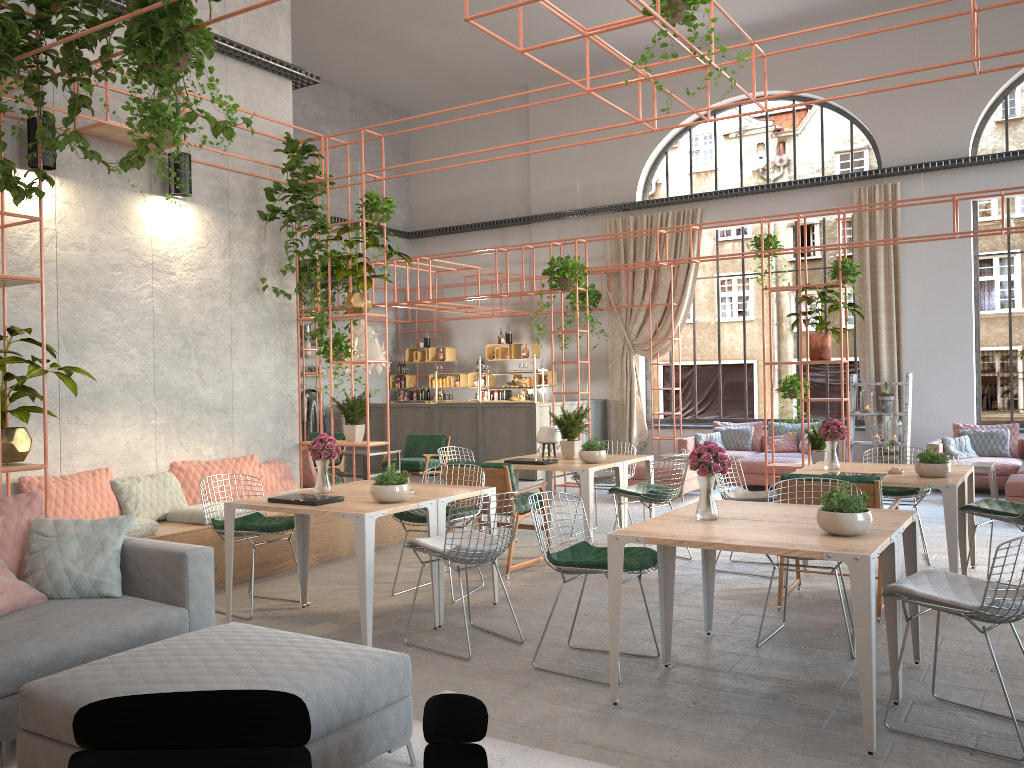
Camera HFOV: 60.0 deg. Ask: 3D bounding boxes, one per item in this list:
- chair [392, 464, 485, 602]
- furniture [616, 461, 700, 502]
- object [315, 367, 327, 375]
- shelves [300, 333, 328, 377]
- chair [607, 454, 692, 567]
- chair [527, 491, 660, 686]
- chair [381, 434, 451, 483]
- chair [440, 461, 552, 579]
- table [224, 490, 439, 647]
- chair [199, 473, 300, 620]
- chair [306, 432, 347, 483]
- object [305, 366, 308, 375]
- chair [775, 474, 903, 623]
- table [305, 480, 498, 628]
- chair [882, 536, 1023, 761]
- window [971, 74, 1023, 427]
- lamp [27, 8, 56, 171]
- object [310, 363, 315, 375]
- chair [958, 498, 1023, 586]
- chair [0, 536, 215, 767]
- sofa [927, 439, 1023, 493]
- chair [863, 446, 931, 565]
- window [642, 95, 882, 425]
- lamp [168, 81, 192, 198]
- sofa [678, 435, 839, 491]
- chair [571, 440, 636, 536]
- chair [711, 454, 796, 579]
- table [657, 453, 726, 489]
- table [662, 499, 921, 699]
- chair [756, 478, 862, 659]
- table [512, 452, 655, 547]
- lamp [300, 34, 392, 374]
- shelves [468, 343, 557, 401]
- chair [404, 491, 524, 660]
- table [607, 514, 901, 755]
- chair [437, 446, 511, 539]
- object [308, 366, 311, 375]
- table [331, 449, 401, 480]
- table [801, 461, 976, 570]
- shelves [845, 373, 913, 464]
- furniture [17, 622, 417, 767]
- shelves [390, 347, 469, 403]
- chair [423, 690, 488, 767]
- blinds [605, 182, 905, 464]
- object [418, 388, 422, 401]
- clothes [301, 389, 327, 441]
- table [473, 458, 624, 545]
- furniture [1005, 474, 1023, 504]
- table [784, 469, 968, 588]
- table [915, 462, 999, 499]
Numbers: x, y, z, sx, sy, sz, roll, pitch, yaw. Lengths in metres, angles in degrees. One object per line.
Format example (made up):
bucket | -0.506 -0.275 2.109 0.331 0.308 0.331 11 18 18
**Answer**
chair | -0.549 1.107 6.732 0.565 0.941 0.717 -1 0 28
furniture | 2.043 1.296 12.087 0.976 0.446 0.941 -1 0 32
object | -3.507 -0.242 16.270 0.129 0.149 0.219 -1 0 32
shelves | -3.581 -0.528 16.128 0.186 0.790 0.560 -1 0 32
chair | 1.209 1.071 7.788 0.565 0.941 0.717 -1 0 -42
chair | 0.456 1.091 4.922 0.717 0.941 0.565 -1 0 33
chair | -1.235 1.122 11.364 0.722 0.929 0.685 -1 0 32
chair | -0.140 1.102 7.535 0.722 0.917 0.685 -1 0 32
table | -1.163 1.165 5.703 1.205 0.830 0.694 -1 0 32
chair | -1.864 1.132 6.370 0.717 0.941 0.565 -1 0 33
chair | -2.737 1.149 12.302 0.722 0.930 0.685 -1 0 32
object | -3.711 -0.250 15.967 0.055 0.164 0.092 -1 0 -39
chair | 2.230 1.060 6.075 0.722 0.917 0.685 -1 0 32
table | -0.798 1.157 6.296 1.214 0.830 0.694 -1 0 32
chair | 2.035 1.063 3.945 0.565 0.941 0.717 -1 0 -42
window | 8.673 -2.166 12.266 4.126 5.544 0.089 -1 0 32
lamp | -3.485 -2.311 6.557 0.185 1.425 0.179 -1 0 32
object | -3.621 -0.272 16.088 0.081 0.204 0.081 -1 0 32
chair | 3.580 1.029 6.329 0.565 0.941 0.717 -1 0 -42
chair | -2.081 1.076 3.881 1.052 0.672 1.127 -1 0 32
sofa | 6.538 1.104 11.386 2.219 0.672 1.960 -1 0 32
chair | 3.316 1.031 7.668 0.565 0.941 0.717 -1 0 28
window | 4.156 -2.088 15.086 4.127 5.538 0.089 -1 0 32
lamp | -2.846 -2.325 7.582 0.185 1.425 0.179 -1 0 32
sofa | 3.539 1.157 13.257 2.219 0.672 1.960 -1 0 32
chair | 0.946 1.074 9.127 0.565 0.941 0.717 -1 0 28
chair | 2.001 1.057 7.306 0.717 0.941 0.565 -1 0 33
table | 2.635 1.282 13.111 0.916 0.455 0.520 -1 0 32
table | 1.521 1.116 4.846 1.214 0.830 0.694 -1 0 32
chair | 1.771 1.065 5.284 0.565 0.941 0.717 -1 0 28
table | 0.696 1.124 8.691 1.214 0.830 0.694 -1 0 32
lamp | -3.332 -2.106 11.518 4.456 4.052 0.704 -1 0 32
shelves | -0.003 0.170 16.550 1.750 1.838 0.328 -1 0 32
chair | -0.285 1.104 5.394 0.565 0.941 0.717 -1 0 -42
table | 1.157 1.124 4.255 1.205 0.830 0.694 -1 0 32
chair | -0.370 1.100 8.765 0.717 0.941 0.565 -1 0 33
object | -3.659 -0.245 16.011 0.063 0.151 0.063 -1 0 18
table | -1.734 1.200 10.579 0.602 0.798 0.635 -1 0 32
table | 3.067 1.094 7.232 1.214 0.830 0.694 -1 0 32
shelves | 5.423 0.655 13.113 0.842 1.618 0.856 -1 0 32
furniture | -1.003 1.170 3.082 0.975 0.446 0.941 -1 0 32
shelves | -1.631 0.199 17.567 1.750 1.838 0.328 -1 0 32
chair | -0.026 0.997 2.117 1.127 0.586 1.056 -1 0 32
blinds | 3.803 -0.843 14.703 4.957 4.389 0.414 -1 0 33
object | -2.082 0.351 17.738 0.711 0.529 0.084 -1 0 34
clothes | -3.593 0.588 16.080 0.366 0.997 0.625 -1 0 12
table | 0.331 1.132 8.098 1.205 0.830 0.694 -1 0 32
furniture | 5.944 1.227 9.652 0.976 0.446 0.941 -1 0 32
table | 2.702 1.102 6.639 1.205 0.830 0.694 -1 0 32
table | 5.633 1.232 11.239 0.916 0.455 0.520 -1 0 32
